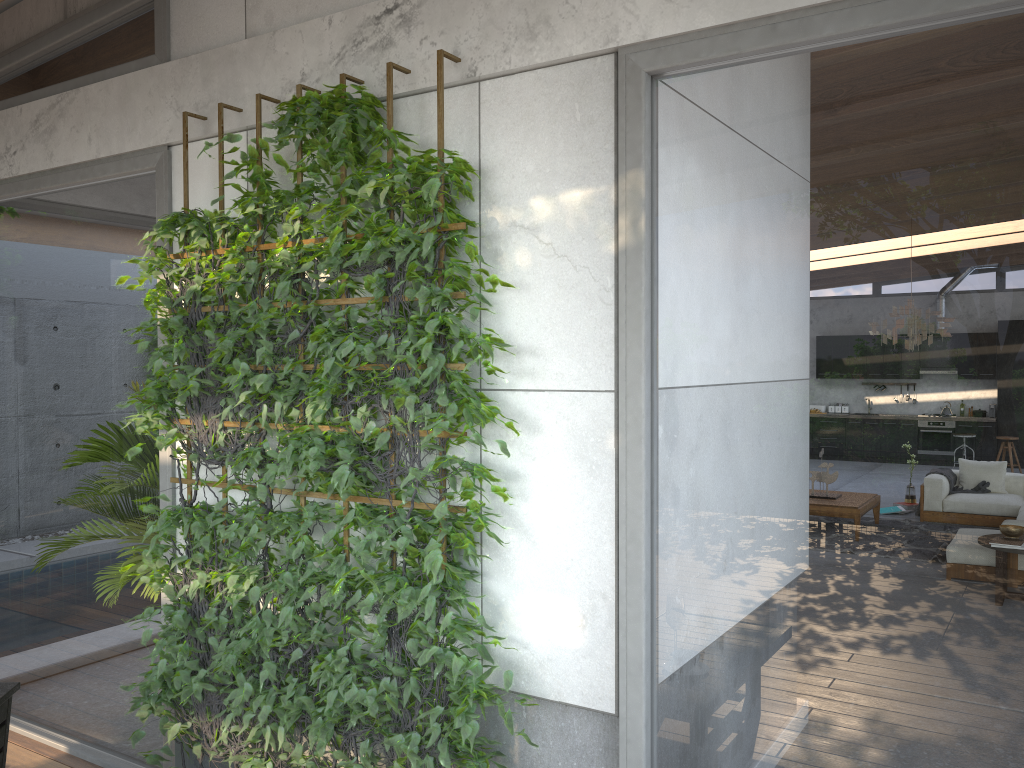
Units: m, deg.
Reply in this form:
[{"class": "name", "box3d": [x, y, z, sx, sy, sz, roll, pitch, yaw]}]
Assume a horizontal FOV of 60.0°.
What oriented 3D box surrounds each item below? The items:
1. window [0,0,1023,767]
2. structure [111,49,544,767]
[{"class": "window", "box3d": [3.553, -0.308, 9.724, 14.294, 3.764, 23.280, 1, 2, 32]}, {"class": "structure", "box3d": [-0.715, 0.312, 3.052, 1.851, 2.669, 0.500, 1, 2, 33]}]
